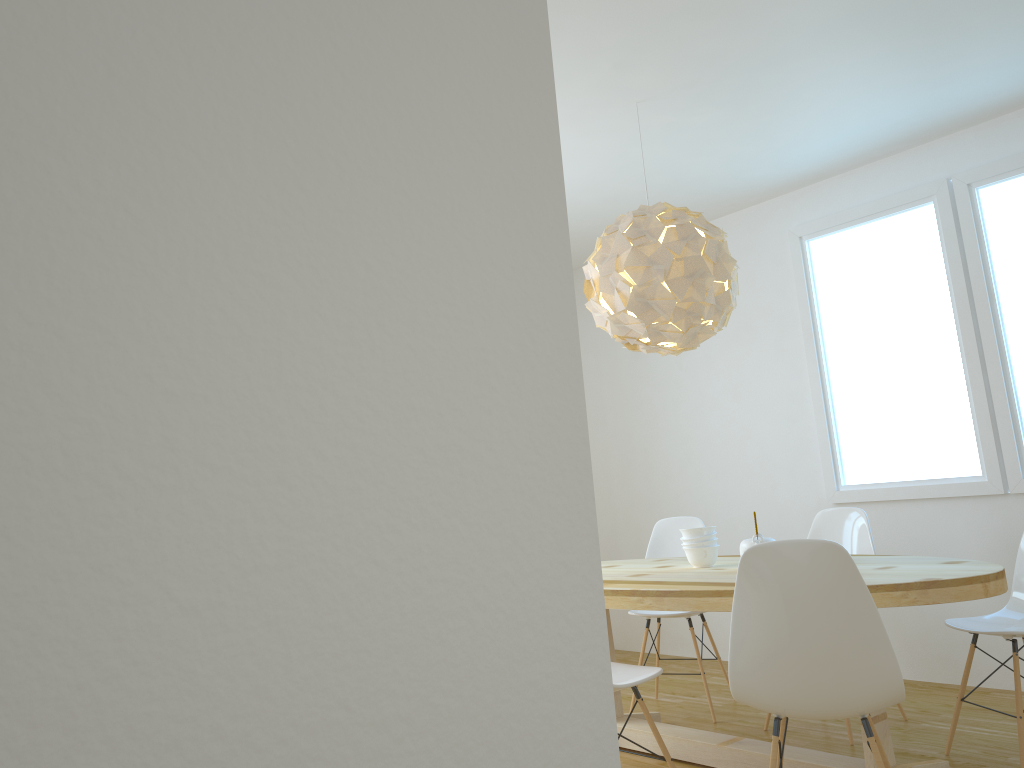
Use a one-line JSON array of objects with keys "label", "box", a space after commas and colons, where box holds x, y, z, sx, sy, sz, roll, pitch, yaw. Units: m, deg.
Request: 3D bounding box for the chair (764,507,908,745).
[{"label": "chair", "box": [1.379, 1.019, 3.903, 0.522, 0.912, 0.426, 4, -13, -39]}]

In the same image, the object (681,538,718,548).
[{"label": "object", "box": [0.774, 0.684, 3.627, 0.151, 0.094, 0.150, -5, -8, -1]}]

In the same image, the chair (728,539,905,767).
[{"label": "chair", "box": [0.832, 0.863, 2.389, 0.428, 0.912, 0.519, -8, -11, 20]}]

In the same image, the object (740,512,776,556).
[{"label": "object", "box": [0.936, 0.598, 3.401, 0.177, 0.214, 0.146, 3, -13, -40]}]

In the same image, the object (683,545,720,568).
[{"label": "object", "box": [0.779, 0.706, 3.623, 0.152, 0.083, 0.150, -5, -8, -1]}]

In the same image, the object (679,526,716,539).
[{"label": "object", "box": [0.768, 0.632, 3.638, 0.152, 0.088, 0.150, -3, -9, -12]}]

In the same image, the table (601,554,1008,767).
[{"label": "table", "box": [0.797, 1.091, 3.418, 1.191, 0.733, 2.172, 3, -11, -41]}]

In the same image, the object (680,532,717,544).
[{"label": "object", "box": [0.769, 0.660, 3.630, 0.151, 0.097, 0.150, -1, -9, -23]}]

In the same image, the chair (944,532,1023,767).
[{"label": "chair", "box": [1.863, 0.889, 3.224, 0.523, 0.912, 0.425, -3, -10, -10]}]

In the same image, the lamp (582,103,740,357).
[{"label": "lamp", "box": [0.604, -0.667, 3.729, 0.645, 1.148, 0.633, 4, -13, -40]}]

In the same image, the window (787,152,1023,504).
[{"label": "window", "box": [1.368, -0.052, 3.513, 2.544, 2.077, 1.863, 3, -12, -39]}]

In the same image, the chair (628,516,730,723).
[{"label": "chair", "box": [0.810, 1.130, 4.391, 0.428, 0.912, 0.519, -9, -11, 25]}]
